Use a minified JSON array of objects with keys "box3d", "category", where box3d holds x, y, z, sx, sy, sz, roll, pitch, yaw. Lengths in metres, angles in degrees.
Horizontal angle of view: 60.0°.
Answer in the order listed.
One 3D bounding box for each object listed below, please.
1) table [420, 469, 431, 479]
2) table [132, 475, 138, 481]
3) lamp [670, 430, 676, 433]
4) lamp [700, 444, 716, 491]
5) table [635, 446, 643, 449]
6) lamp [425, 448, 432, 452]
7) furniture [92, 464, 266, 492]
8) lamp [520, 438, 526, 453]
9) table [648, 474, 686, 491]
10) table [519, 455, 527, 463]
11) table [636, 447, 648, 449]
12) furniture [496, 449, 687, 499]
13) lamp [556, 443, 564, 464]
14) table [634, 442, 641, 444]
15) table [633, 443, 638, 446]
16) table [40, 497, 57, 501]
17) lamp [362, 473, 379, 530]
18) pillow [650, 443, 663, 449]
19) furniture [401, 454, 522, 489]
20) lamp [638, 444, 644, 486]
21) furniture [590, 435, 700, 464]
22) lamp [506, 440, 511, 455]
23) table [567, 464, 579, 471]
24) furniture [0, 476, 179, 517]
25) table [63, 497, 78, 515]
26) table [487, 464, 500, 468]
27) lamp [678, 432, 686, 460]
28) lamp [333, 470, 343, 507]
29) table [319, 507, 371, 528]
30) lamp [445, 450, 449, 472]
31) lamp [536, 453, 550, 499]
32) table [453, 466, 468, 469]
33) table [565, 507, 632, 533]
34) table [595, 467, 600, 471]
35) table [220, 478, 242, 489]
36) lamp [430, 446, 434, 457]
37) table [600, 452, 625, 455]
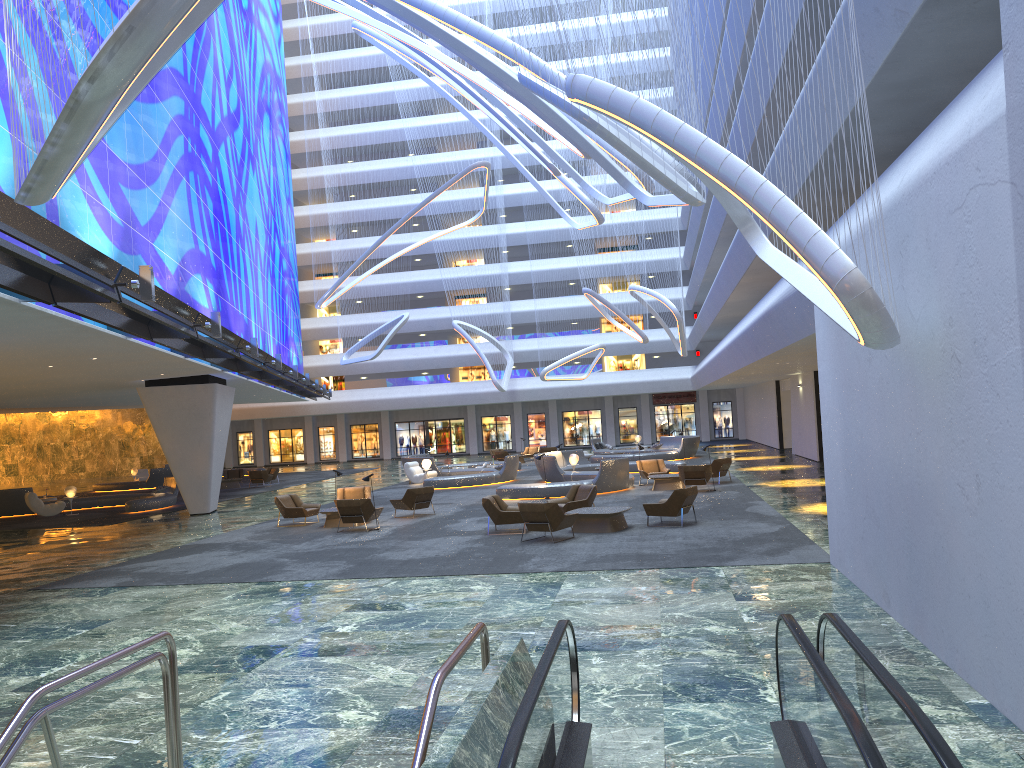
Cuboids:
[{"box3d":[-3.291,3.577,34.138,0.417,0.595,0.428,-3,-1,-17],"category":"table"},{"box3d":[-19.758,5.082,46.320,0.418,0.595,0.428,-4,-1,8],"category":"table"},{"box3d":[8.044,2.920,43.963,0.384,1.300,0.202,-4,0,9],"category":"lamp"},{"box3d":[5.421,2.321,24.537,0.384,1.300,0.202,-4,0,26],"category":"lamp"},{"box3d":[6.256,3.351,43.525,0.418,0.595,0.428,-4,-1,5],"category":"table"},{"box3d":[-3.653,3.451,38.914,0.384,1.300,0.202,-4,0,2],"category":"lamp"},{"box3d":[-17.925,4.826,47.829,5.190,0.969,9.924,-5,-2,26],"category":"furniture"},{"box3d":[0.610,3.534,47.805,0.384,1.300,0.202,-3,0,-29],"category":"lamp"},{"box3d":[4.600,2.881,26.034,1.203,0.392,1.203,-4,-2,9],"category":"table"},{"box3d":[0.073,3.950,46.092,1.204,0.392,1.202,-6,-3,45],"category":"table"},{"box3d":[6.860,3.557,46.864,0.671,0.406,0.674,-4,-2,5],"category":"table"},{"box3d":[2.361,2.854,29.784,5.190,0.969,9.924,-5,-2,26],"category":"furniture"},{"box3d":[1.852,2.897,33.542,0.384,1.300,0.202,-4,0,26],"category":"lamp"},{"box3d":[7.048,3.545,49.510,0.417,0.595,0.428,-3,-1,-17],"category":"table"},{"box3d":[6.815,3.502,48.263,0.417,0.595,0.428,-3,-1,-37],"category":"table"},{"box3d":[-17.865,4.605,34.308,0.671,0.406,0.674,-3,-2,-4],"category":"table"},{"box3d":[-3.226,2.692,20.241,0.384,1.300,0.202,-4,0,26],"category":"lamp"},{"box3d":[7.185,3.069,43.999,0.692,0.262,0.878,-2,-2,-29],"category":"pillow"},{"box3d":[-2.246,3.396,36.283,5.185,0.969,9.933,-4,-2,1],"category":"furniture"},{"box3d":[4.050,2.533,27.760,0.202,1.300,0.384,-4,0,26],"category":"lamp"},{"box3d":[6.539,3.164,44.338,5.186,0.969,9.931,-4,-2,6],"category":"furniture"},{"box3d":[-0.122,3.445,44.378,0.201,1.300,0.384,-3,0,-28],"category":"lamp"},{"box3d":[2.141,3.107,30.772,0.418,0.595,0.428,-4,-1,8],"category":"table"},{"box3d":[-16.490,4.114,31.975,9.936,0.969,5.184,-5,-2,26],"category":"furniture"},{"box3d":[-14.973,4.148,30.126,0.428,0.595,0.418,-4,-1,8],"category":"table"},{"box3d":[-0.724,3.703,38.539,0.673,0.406,0.672,-3,-2,-29],"category":"table"},{"box3d":[7.680,2.784,39.921,0.201,1.300,0.384,-3,0,-32],"category":"lamp"},{"box3d":[-4.596,2.903,23.465,0.202,1.300,0.384,-4,0,26],"category":"lamp"},{"box3d":[-4.047,3.252,21.738,1.203,0.392,1.203,-4,-2,9],"category":"table"},{"box3d":[-2.418,3.165,33.600,0.202,1.300,0.384,-3,0,-15],"category":"lamp"},{"box3d":[0.871,2.637,25.351,0.384,1.300,0.202,-4,0,26],"category":"lamp"},{"box3d":[-2.237,3.796,38.503,0.674,0.406,0.671,-5,-2,29],"category":"table"},{"box3d":[1.762,2.738,17.875,1.204,0.392,1.202,-5,-2,27],"category":"table"},{"box3d":[3.574,3.163,31.595,1.203,0.392,1.203,-4,-2,9],"category":"table"},{"box3d":[-12.834,4.521,40.117,1.202,0.392,1.204,-3,-2,-26],"category":"table"},{"box3d":[-3.709,3.549,41.327,0.201,1.300,0.384,-3,-1,-37],"category":"lamp"},{"box3d":[4.853,3.521,42.753,1.203,0.392,1.203,-4,-2,9],"category":"table"}]
